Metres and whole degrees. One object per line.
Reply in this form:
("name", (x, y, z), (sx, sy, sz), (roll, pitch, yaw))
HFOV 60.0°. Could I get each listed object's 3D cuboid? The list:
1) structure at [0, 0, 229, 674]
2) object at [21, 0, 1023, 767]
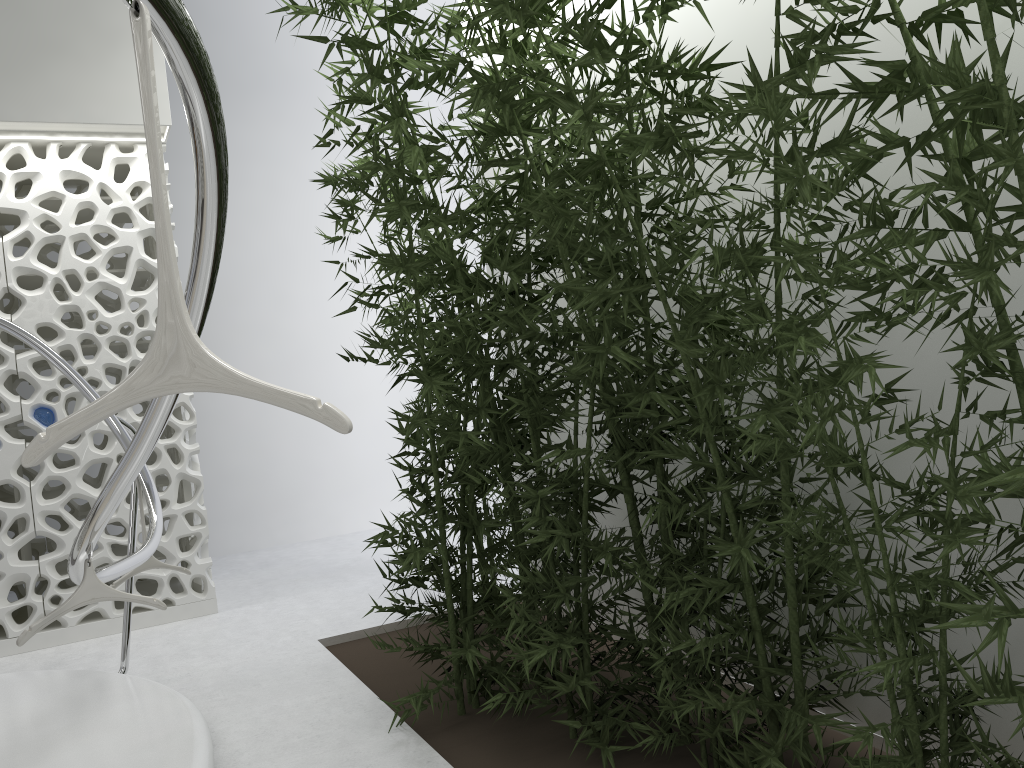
("structure", (-3.178, 0.652, 1.661), (5.250, 2.080, 5.433), (-6, 1, -31))
("object", (0.066, -0.634, 2.866), (4.097, 4.038, 4.664), (-6, 1, 23))
